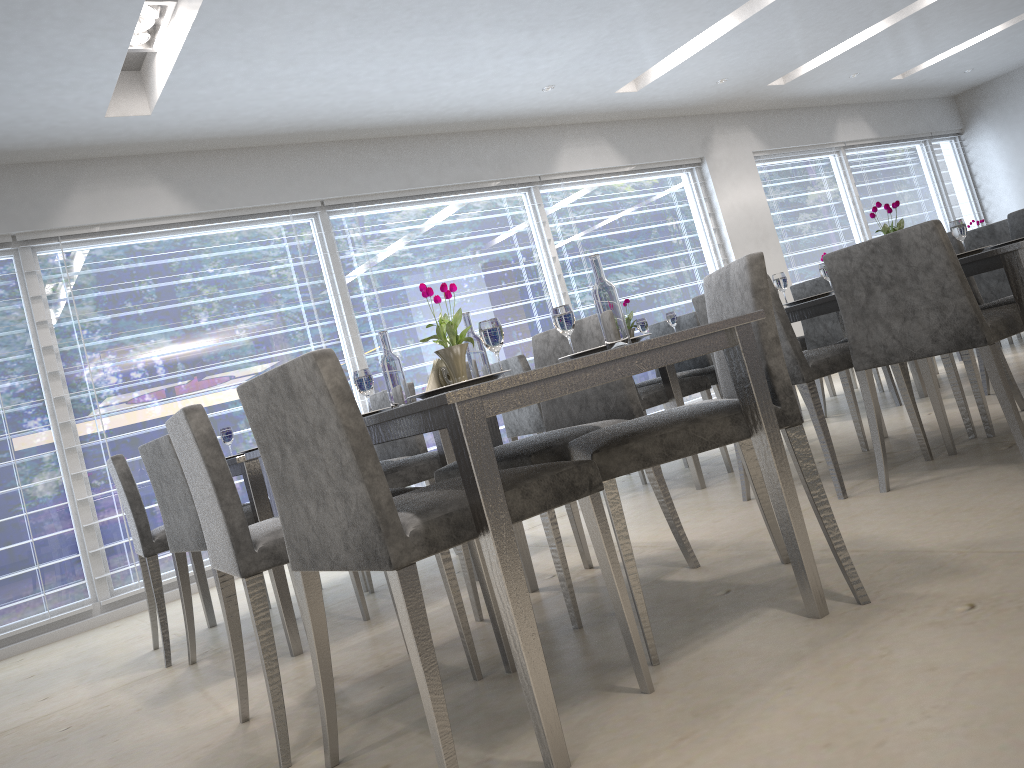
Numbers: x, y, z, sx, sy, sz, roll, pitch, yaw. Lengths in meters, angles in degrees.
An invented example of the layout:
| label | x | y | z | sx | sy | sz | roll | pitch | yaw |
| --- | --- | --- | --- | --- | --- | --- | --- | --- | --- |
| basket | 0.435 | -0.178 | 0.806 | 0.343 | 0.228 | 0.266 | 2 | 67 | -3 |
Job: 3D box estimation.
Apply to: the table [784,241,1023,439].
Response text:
| label | x | y | z | sx | sy | sz | roll | pitch | yaw |
| --- | --- | --- | --- | --- | --- | --- | --- | --- | --- |
| table | 1.493 | -0.084 | 3.126 | 0.784 | 0.637 | 1.174 | -14 | -2 | -33 |

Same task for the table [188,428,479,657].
| label | x | y | z | sx | sy | sz | roll | pitch | yaw |
| --- | --- | --- | --- | --- | --- | --- | --- | --- | --- |
| table | -0.754 | 0.533 | 3.385 | 0.784 | 0.637 | 1.174 | -14 | -2 | -33 |

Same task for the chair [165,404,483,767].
| label | x | y | z | sx | sy | sz | roll | pitch | yaw |
| --- | --- | --- | --- | --- | --- | --- | --- | --- | --- |
| chair | -0.470 | 0.382 | 2.116 | 0.496 | 0.766 | 0.471 | -13 | -4 | -28 |

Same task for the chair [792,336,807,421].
| label | x | y | z | sx | sy | sz | roll | pitch | yaw |
| --- | --- | --- | --- | --- | --- | --- | --- | --- | --- |
| chair | 1.628 | -0.171 | 5.344 | 0.496 | 0.766 | 0.471 | -13 | -4 | -28 |

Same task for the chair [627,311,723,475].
| label | x | y | z | sx | sy | sz | roll | pitch | yaw |
| --- | --- | --- | --- | --- | --- | --- | --- | --- | --- |
| chair | 0.835 | 0.042 | 4.812 | 0.496 | 0.766 | 0.471 | -13 | -4 | -38 |

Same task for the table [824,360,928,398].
| label | x | y | z | sx | sy | sz | roll | pitch | yaw |
| --- | --- | --- | --- | --- | --- | --- | --- | --- | --- |
| table | 2.081 | -0.230 | 5.322 | 0.784 | 0.637 | 1.174 | -14 | -2 | -33 |

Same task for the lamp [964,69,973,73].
| label | x | y | z | sx | sy | sz | roll | pitch | yaw |
| --- | --- | --- | --- | --- | --- | --- | --- | --- | --- |
| lamp | 4.625 | -3.171 | 8.952 | 0.088 | 0.007 | 0.089 | -15 | 0 | 12 |

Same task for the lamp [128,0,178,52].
| label | x | y | z | sx | sy | sz | roll | pitch | yaw |
| --- | --- | --- | --- | --- | --- | --- | --- | --- | --- |
| lamp | -1.719 | -1.678 | 4.088 | 0.228 | 0.102 | 0.482 | -15 | -1 | -33 |

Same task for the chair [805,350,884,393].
| label | x | y | z | sx | sy | sz | roll | pitch | yaw |
| --- | --- | --- | --- | --- | --- | --- | --- | --- | --- |
| chair | 2.212 | -0.328 | 5.752 | 0.496 | 0.766 | 0.471 | -13 | -4 | -38 |

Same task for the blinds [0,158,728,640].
| label | x | y | z | sx | sy | sz | roll | pitch | yaw |
| --- | --- | --- | --- | --- | --- | --- | --- | --- | --- |
| blinds | -0.986 | -0.215 | 5.682 | 7.156 | 2.054 | 0.044 | -15 | -4 | -33 |

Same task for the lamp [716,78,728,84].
| label | x | y | z | sx | sy | sz | roll | pitch | yaw |
| --- | --- | --- | --- | --- | --- | --- | --- | --- | --- |
| lamp | 1.643 | -2.368 | 6.915 | 0.088 | 0.007 | 0.089 | -15 | 0 | 12 |

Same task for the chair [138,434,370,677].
| label | x | y | z | sx | sy | sz | roll | pitch | yaw |
| --- | --- | --- | --- | --- | --- | --- | --- | --- | --- |
| chair | -0.887 | 0.502 | 3.003 | 0.496 | 0.766 | 0.471 | -13 | -4 | -38 |

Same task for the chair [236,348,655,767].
| label | x | y | z | sx | sy | sz | roll | pitch | yaw |
| --- | --- | --- | --- | --- | --- | --- | --- | --- | --- |
| chair | -0.149 | 0.292 | 1.712 | 0.496 | 0.766 | 0.471 | -13 | -4 | -38 |

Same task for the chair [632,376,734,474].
| label | x | y | z | sx | sy | sz | roll | pitch | yaw |
| --- | --- | --- | --- | --- | --- | --- | --- | --- | --- |
| chair | 0.572 | 0.109 | 4.000 | 0.496 | 0.766 | 0.471 | -13 | -4 | -38 |

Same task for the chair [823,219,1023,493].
| label | x | y | z | sx | sy | sz | roll | pitch | yaw |
| --- | --- | --- | --- | --- | --- | --- | --- | --- | --- |
| chair | 1.361 | -0.115 | 2.743 | 0.496 | 0.766 | 0.471 | -13 | -4 | -38 |

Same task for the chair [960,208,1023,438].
| label | x | y | z | sx | sy | sz | roll | pitch | yaw |
| --- | --- | --- | --- | --- | --- | --- | --- | --- | --- |
| chair | 1.901 | -0.260 | 3.100 | 0.496 | 0.766 | 0.471 | -13 | -4 | -28 |

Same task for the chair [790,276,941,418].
| label | x | y | z | sx | sy | sz | roll | pitch | yaw |
| --- | --- | --- | --- | --- | --- | --- | --- | --- | --- |
| chair | 1.948 | -0.261 | 4.940 | 0.496 | 0.766 | 0.471 | -13 | -4 | -38 |

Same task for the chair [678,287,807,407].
| label | x | y | z | sx | sy | sz | roll | pitch | yaw |
| --- | --- | --- | --- | --- | --- | --- | --- | --- | --- |
| chair | 1.112 | -0.036 | 4.356 | 0.496 | 0.766 | 0.471 | -13 | -4 | -28 |

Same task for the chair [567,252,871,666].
| label | x | y | z | sx | sy | sz | roll | pitch | yaw |
| --- | --- | --- | --- | --- | --- | --- | --- | --- | --- |
| chair | 0.402 | 0.143 | 2.055 | 0.493 | 0.766 | 0.474 | -15 | -3 | -3 |

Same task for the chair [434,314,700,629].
| label | x | y | z | sx | sy | sz | roll | pitch | yaw |
| --- | --- | --- | --- | --- | --- | --- | --- | --- | --- |
| chair | 0.111 | 0.226 | 2.534 | 0.496 | 0.766 | 0.471 | -13 | -4 | -38 |

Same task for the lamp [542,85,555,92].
| label | x | y | z | sx | sy | sz | roll | pitch | yaw |
| --- | --- | --- | --- | --- | --- | --- | --- | --- | --- |
| lamp | 0.246 | -1.992 | 5.960 | 0.088 | 0.007 | 0.089 | -15 | 0 | 12 |

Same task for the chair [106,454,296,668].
| label | x | y | z | sx | sy | sz | roll | pitch | yaw |
| --- | --- | --- | --- | --- | --- | --- | --- | --- | --- |
| chair | -1.208 | 0.593 | 3.407 | 0.496 | 0.766 | 0.471 | -13 | -4 | -28 |

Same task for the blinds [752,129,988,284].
| label | x | y | z | sx | sy | sz | roll | pitch | yaw |
| --- | --- | --- | --- | --- | --- | --- | --- | --- | --- |
| blinds | 3.908 | -1.533 | 9.026 | 3.680 | 2.055 | 0.044 | -14 | -4 | -33 |

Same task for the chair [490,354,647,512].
| label | x | y | z | sx | sy | sz | roll | pitch | yaw |
| --- | --- | --- | --- | --- | --- | --- | --- | --- | --- |
| chair | 0.252 | 0.200 | 4.404 | 0.496 | 0.766 | 0.471 | -13 | -4 | -28 |

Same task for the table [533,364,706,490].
| label | x | y | z | sx | sy | sz | roll | pitch | yaw |
| --- | --- | --- | --- | --- | --- | --- | --- | --- | --- |
| table | 0.705 | 0.141 | 4.382 | 0.784 | 0.637 | 1.174 | -14 | -2 | -33 |

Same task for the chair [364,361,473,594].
| label | x | y | z | sx | sy | sz | roll | pitch | yaw |
| --- | --- | --- | --- | --- | --- | --- | --- | --- | --- |
| chair | -0.347 | 0.357 | 3.360 | 0.496 | 0.766 | 0.471 | -13 | -4 | -28 |

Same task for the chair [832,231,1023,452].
| label | x | y | z | sx | sy | sz | roll | pitch | yaw |
| --- | --- | --- | --- | --- | --- | --- | --- | --- | --- |
| chair | 1.624 | -0.182 | 3.556 | 0.496 | 0.766 | 0.471 | -13 | -4 | -38 |

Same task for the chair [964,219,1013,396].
| label | x | y | z | sx | sy | sz | roll | pitch | yaw |
| --- | --- | --- | --- | --- | --- | --- | --- | --- | --- |
| chair | 2.417 | -0.395 | 4.087 | 0.496 | 0.766 | 0.471 | -13 | -4 | -28 |

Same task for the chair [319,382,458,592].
| label | x | y | z | sx | sy | sz | roll | pitch | yaw |
| --- | --- | --- | --- | --- | --- | --- | --- | --- | --- |
| chair | -0.624 | 0.435 | 3.815 | 0.496 | 0.766 | 0.471 | -13 | -4 | -38 |

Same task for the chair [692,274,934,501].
| label | x | y | z | sx | sy | sz | roll | pitch | yaw |
| --- | --- | --- | --- | --- | --- | --- | --- | --- | --- |
| chair | 1.040 | -0.024 | 3.147 | 0.496 | 0.766 | 0.471 | -13 | -4 | -28 |

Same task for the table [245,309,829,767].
| label | x | y | z | sx | sy | sz | roll | pitch | yaw |
| --- | --- | --- | --- | --- | --- | --- | --- | --- | --- |
| table | -0.017 | 0.323 | 2.094 | 0.784 | 0.637 | 1.174 | -14 | -2 | -33 |

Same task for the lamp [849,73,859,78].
| label | x | y | z | sx | sy | sz | roll | pitch | yaw |
| --- | --- | --- | --- | --- | --- | --- | --- | --- | --- |
| lamp | 3.049 | -2.747 | 7.876 | 0.088 | 0.007 | 0.089 | -15 | 0 | 12 |
